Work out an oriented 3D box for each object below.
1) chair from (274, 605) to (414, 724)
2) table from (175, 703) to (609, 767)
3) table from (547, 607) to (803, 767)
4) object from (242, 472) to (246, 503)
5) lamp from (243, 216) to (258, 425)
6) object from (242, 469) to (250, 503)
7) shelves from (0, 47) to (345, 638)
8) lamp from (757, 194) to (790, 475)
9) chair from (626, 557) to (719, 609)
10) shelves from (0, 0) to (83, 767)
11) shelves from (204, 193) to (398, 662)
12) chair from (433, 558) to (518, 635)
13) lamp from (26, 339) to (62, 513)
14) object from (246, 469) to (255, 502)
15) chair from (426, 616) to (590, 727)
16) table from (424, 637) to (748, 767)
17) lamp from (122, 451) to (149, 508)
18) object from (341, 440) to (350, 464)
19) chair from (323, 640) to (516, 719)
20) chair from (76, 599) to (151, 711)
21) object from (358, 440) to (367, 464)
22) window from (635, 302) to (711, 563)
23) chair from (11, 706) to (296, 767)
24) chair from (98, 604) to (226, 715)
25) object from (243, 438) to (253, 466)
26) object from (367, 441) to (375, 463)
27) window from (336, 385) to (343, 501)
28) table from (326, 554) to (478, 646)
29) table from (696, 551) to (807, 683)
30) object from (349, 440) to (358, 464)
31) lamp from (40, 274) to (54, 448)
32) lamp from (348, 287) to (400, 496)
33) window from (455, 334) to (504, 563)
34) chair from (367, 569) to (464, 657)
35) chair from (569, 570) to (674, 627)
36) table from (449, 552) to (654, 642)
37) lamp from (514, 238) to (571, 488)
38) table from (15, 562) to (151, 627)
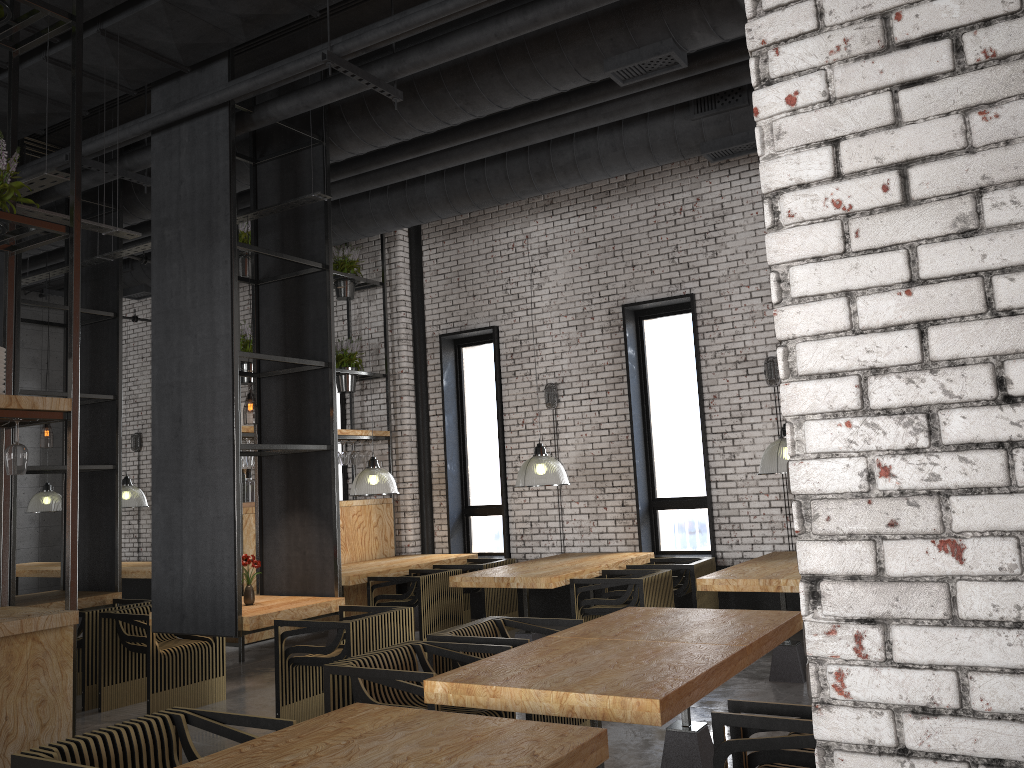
[{"bbox_3d":[-1.088,1.880,5.822,0.638,0.732,0.656,-7,-8,29],"label":"chair"},{"bbox_3d":[-0.374,1.448,2.484,0.999,0.765,0.995,-7,-8,31],"label":"table"},{"bbox_3d":[0.877,1.605,4.494,0.999,0.765,0.995,-7,-8,31],"label":"table"},{"bbox_3d":[-2.730,0.934,8.789,0.156,0.555,0.106,-7,-9,30],"label":"object"},{"bbox_3d":[-1.962,-0.497,6.615,0.108,1.603,0.108,-4,-8,3],"label":"lamp"},{"bbox_3d":[-2.683,1.035,8.871,0.107,0.369,0.070,-7,-9,30],"label":"object"},{"bbox_3d":[-4.182,-0.194,7.917,6.140,4.378,1.001,-7,-9,31],"label":"shelves"},{"bbox_3d":[2.170,-0.480,7.251,0.536,2.412,0.535,0,-8,-23],"label":"lamp"},{"bbox_3d":[1.490,2.001,8.153,0.638,0.732,0.656,-7,-8,28],"label":"chair"},{"bbox_3d":[-3.308,-0.490,2.944,0.689,5.032,3.654,-8,-8,31],"label":"shelves"},{"bbox_3d":[-2.340,0.225,9.762,0.689,5.032,2.329,-8,-9,31],"label":"shelves"},{"bbox_3d":[-0.384,2.232,9.287,0.638,0.732,0.656,-7,-8,29],"label":"chair"},{"bbox_3d":[-6.418,0.557,12.268,0.536,2.412,0.535,-1,-8,-17],"label":"lamp"},{"bbox_3d":[-2.650,1.039,8.927,0.107,0.369,0.070,-7,-9,30],"label":"object"},{"bbox_3d":[-0.006,1.716,4.897,0.638,0.732,0.656,-7,-8,30],"label":"chair"},{"bbox_3d":[0.354,1.538,3.642,0.999,0.765,0.995,-7,-8,31],"label":"table"},{"bbox_3d":[-4.948,0.377,11.388,0.536,2.412,0.535,0,-8,-23],"label":"lamp"},{"bbox_3d":[-1.893,0.772,10.044,0.101,0.268,0.100,1,-8,-28],"label":"object"},{"bbox_3d":[-0.418,1.660,4.198,0.638,0.732,0.656,-7,-8,31],"label":"chair"},{"bbox_3d":[-3.303,2.147,7.115,0.637,0.732,0.656,-8,-8,33],"label":"chair"},{"bbox_3d":[-1.739,0.792,10.295,0.101,0.268,0.100,1,-8,-28],"label":"object"},{"bbox_3d":[1.710,0.488,9.318,0.748,2.706,0.364,-8,-9,31],"label":"window"},{"bbox_3d":[-1.182,1.565,2.978,0.638,0.732,0.656,-7,-8,30],"label":"chair"},{"bbox_3d":[-2.644,2.066,6.720,0.637,0.732,0.656,-8,-8,33],"label":"chair"},{"bbox_3d":[-2.633,0.677,8.836,0.101,0.268,0.100,0,-8,-22],"label":"object"},{"bbox_3d":[-1.663,0.802,10.420,0.101,0.268,0.100,1,-8,-28],"label":"object"},{"bbox_3d":[-2.380,0.989,11.769,0.748,2.706,0.364,-8,-9,31],"label":"window"},{"bbox_3d":[-1.340,2.261,9.233,0.999,0.765,2.113,-7,-8,31],"label":"table"},{"bbox_3d":[2.335,1.811,7.031,0.999,0.765,2.113,-7,-8,31],"label":"table"},{"bbox_3d":[-1.816,0.782,10.170,0.101,0.268,0.100,1,-8,-28],"label":"object"},{"bbox_3d":[-4.149,-0.229,7.926,0.108,1.603,0.108,-2,-8,-12],"label":"lamp"},{"bbox_3d":[-1.510,-0.029,9.455,0.536,2.412,0.535,0,-8,-23],"label":"lamp"},{"bbox_3d":[-0.352,0.740,10.554,0.748,2.706,0.364,-8,-9,31],"label":"window"},{"bbox_3d":[-0.908,2.160,8.393,0.638,0.732,0.656,-7,-8,31],"label":"chair"},{"bbox_3d":[0.923,1.934,7.284,0.638,0.732,0.656,-7,-8,29],"label":"chair"},{"bbox_3d":[0.460,2.041,8.154,0.999,0.765,2.113,-7,-8,31],"label":"table"},{"bbox_3d":[0.217,-0.241,8.421,0.536,2.412,0.535,0,-8,-23],"label":"lamp"},{"bbox_3d":[-5.460,2.736,11.442,4.130,0.765,0.999,-7,-8,31],"label":"table"}]
